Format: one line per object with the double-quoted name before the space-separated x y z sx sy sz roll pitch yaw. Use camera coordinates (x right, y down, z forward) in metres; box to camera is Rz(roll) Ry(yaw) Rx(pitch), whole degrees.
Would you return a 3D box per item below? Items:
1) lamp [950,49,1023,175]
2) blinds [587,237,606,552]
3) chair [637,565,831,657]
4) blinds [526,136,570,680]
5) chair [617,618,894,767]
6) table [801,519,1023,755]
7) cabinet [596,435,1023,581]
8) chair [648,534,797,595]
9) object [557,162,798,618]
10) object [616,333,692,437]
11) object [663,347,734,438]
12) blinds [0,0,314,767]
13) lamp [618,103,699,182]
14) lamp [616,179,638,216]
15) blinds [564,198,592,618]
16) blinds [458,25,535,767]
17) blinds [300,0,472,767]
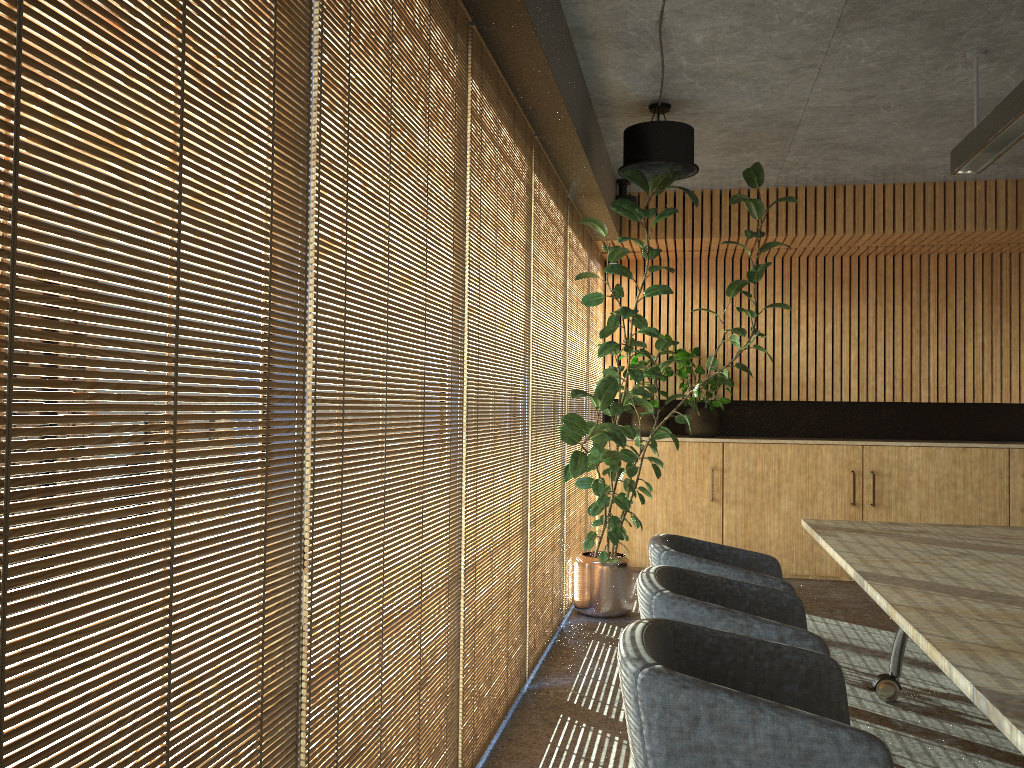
"lamp" 2.161 -1.542 3.034 0.151 0.618 4.009 0 -1 11
"blinds" 0.818 0.219 8.542 0.039 3.038 1.422 0 -1 11
"chair" 0.821 1.168 3.212 0.761 0.944 0.706 0 -1 11
"blinds" 0.239 0.138 5.638 0.039 3.038 1.422 0 -1 11
"chair" 0.645 1.143 2.331 0.761 0.944 0.706 0 -1 11
"table" 2.153 1.185 2.946 1.816 0.927 3.932 0 -1 11
"cabinet" 3.253 1.169 8.436 4.954 1.272 1.006 0 -1 11
"chair" 0.997 1.192 4.094 0.761 0.944 0.706 0 -1 11
"object" 0.862 0.089 6.492 1.875 3.266 1.958 2 -2 -40
"object" 1.314 -0.009 8.767 0.640 1.054 0.666 2 -2 -37
"object" 1.813 0.081 8.650 0.679 0.880 0.512 0 -2 15
"blinds" -0.618 0.017 1.341 0.039 3.038 1.422 0 -1 11
"lamp" 0.944 -1.575 5.713 0.513 0.497 0.513 1 -2 -18
"lamp" 2.875 -1.599 7.222 4.179 0.294 0.257 0 -1 11
"blinds" 0.531 0.179 7.103 0.039 3.038 1.422 0 -1 11
"blinds" -0.048 0.097 4.199 0.039 3.038 1.422 0 -1 11
"blinds" -0.448 0.008 0.166 1.388 3.075 6.486 1 -1 -7
